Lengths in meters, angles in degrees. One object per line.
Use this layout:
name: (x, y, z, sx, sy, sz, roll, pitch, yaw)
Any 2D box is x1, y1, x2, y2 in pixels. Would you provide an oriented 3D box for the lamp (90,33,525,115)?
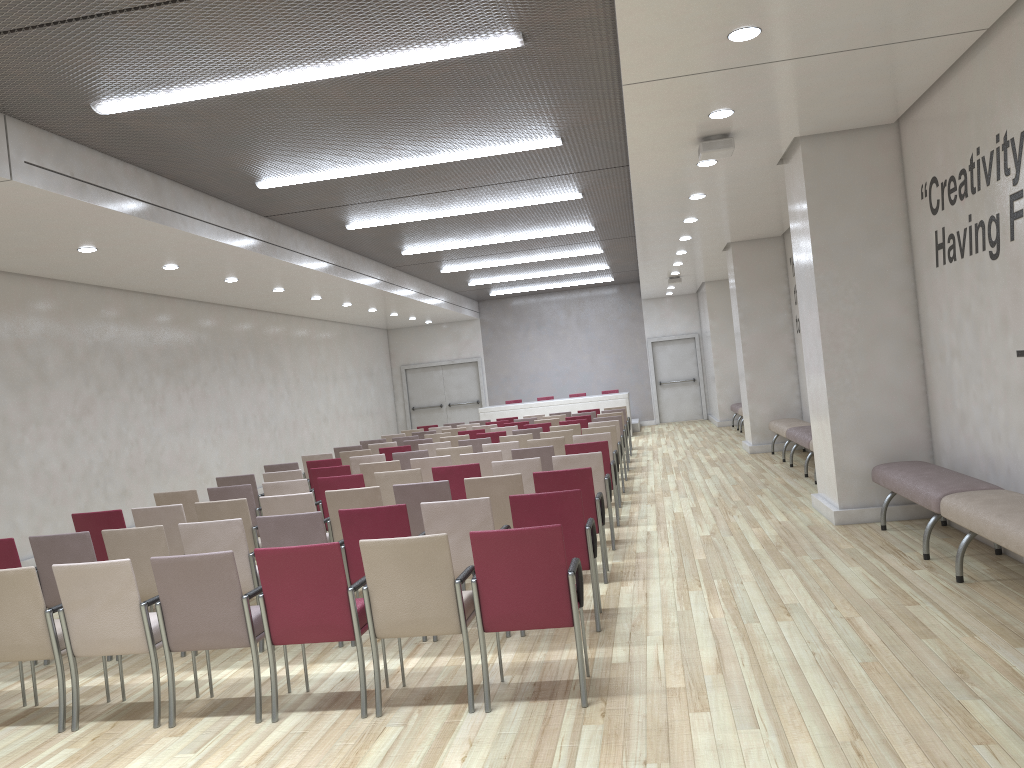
lamp: (-1.541, -2.260, 6.535, 3.304, 0.045, 0.198, -6, 0, 9)

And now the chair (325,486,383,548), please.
chair: (-1.158, 1.252, 7.197, 0.513, 0.890, 0.640, -6, 0, 8)

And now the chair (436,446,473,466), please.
chair: (-0.603, 1.189, 10.839, 0.513, 0.890, 0.640, -6, 0, 9)

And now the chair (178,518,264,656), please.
chair: (-1.877, 1.329, 6.064, 0.513, 0.890, 0.640, -6, 0, 9)

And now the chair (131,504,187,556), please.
chair: (-2.778, 1.423, 7.447, 0.513, 0.890, 0.640, -6, 0, 9)

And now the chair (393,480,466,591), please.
chair: (-0.610, 1.194, 7.102, 0.513, 0.890, 0.640, -6, 0, 9)

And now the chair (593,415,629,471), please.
chair: (1.589, 0.954, 14.238, 0.513, 0.890, 0.640, -6, 0, 8)

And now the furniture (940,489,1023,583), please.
furniture: (2.999, 0.983, 5.074, 0.530, 0.550, 1.833, -6, 0, 9)

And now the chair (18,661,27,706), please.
chair: (-3.138, 1.463, 5.016, 0.513, 0.890, 0.640, -6, 0, 8)

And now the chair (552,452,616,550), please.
chair: (0.661, 1.058, 8.158, 0.513, 0.890, 0.640, -6, 0, 8)

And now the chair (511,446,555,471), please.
chair: (0.302, 1.095, 9.467, 0.513, 0.890, 0.640, -6, 0, 10)

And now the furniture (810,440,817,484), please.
furniture: (3.738, 0.900, 9.904, 0.530, 0.550, 1.833, -6, 0, 9)

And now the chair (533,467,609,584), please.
chair: (0.467, 1.080, 6.944, 0.513, 0.890, 0.640, -6, 0, 9)

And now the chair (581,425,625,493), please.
chair: (1.213, 0.996, 11.816, 0.513, 0.890, 0.640, -6, 0, 9)

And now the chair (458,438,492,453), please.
chair: (-0.406, 1.167, 12.055, 0.513, 0.890, 0.640, -6, 0, 9)

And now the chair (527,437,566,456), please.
chair: (0.487, 1.074, 10.680, 0.513, 0.890, 0.640, -6, 0, 9)

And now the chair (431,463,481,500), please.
chair: (-0.426, 1.173, 8.330, 0.513, 0.890, 0.640, -6, 0, 8)

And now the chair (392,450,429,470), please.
chair: (-1.134, 1.245, 10.918, 0.513, 0.890, 0.640, -6, 0, 9)

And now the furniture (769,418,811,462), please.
furniture: (4.300, 0.837, 13.573, 0.530, 0.550, 1.833, -6, 0, 9)

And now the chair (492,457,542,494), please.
chair: (0.120, 1.115, 8.246, 0.513, 0.890, 0.640, -6, 0, 8)

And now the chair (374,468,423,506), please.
chair: (-0.960, 1.229, 8.406, 0.513, 0.890, 0.640, -6, 0, 9)

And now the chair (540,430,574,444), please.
chair: (0.669, 1.053, 11.884, 0.513, 0.890, 0.640, -6, 0, 8)

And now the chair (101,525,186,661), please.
chair: (-2.418, 1.386, 6.148, 0.513, 0.890, 0.640, -6, 0, 10)

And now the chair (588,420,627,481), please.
chair: (1.399, 0.975, 13.022, 0.513, 0.890, 0.640, -6, 0, 8)

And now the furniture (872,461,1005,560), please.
furniture: (3.280, 0.952, 6.911, 0.530, 0.550, 1.833, -6, 0, 9)

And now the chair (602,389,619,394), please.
chair: (2.579, 0.612, 22.988, 0.513, 0.890, 0.640, -6, 0, 8)

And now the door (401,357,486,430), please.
door: (-1.924, 0.553, 25.641, 2.373, 2.400, 0.200, -6, 0, 9)

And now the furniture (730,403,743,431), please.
furniture: (5.317, 0.722, 20.221, 0.530, 0.550, 1.833, -6, 0, 9)

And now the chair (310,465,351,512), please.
chair: (-1.861, 1.323, 9.784, 0.513, 0.890, 0.640, -6, 0, 9)

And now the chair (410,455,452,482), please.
chair: (-0.770, 1.208, 9.633, 0.513, 0.890, 0.640, -6, 0, 9)

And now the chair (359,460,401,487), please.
chair: (-1.321, 1.266, 9.707, 0.513, 0.890, 0.640, -6, 0, 8)

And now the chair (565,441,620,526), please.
chair: (0.849, 1.037, 9.364, 0.513, 0.890, 0.640, -6, 0, 9)

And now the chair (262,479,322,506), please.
chair: (-2.038, 1.343, 8.586, 0.513, 0.890, 0.640, -6, 0, 9)

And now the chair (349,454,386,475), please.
chair: (-1.664, 1.301, 11.017, 0.513, 0.890, 0.640, -6, 0, 9)

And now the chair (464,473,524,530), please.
chair: (-0.062, 1.136, 7.031, 0.513, 0.890, 0.640, -6, 0, 8)

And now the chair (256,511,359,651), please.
chair: (-1.345, 1.273, 5.985, 0.513, 0.890, 0.640, -6, 0, 9)

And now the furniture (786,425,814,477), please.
furniture: (4.019, 0.868, 11.737, 0.530, 0.550, 1.833, -6, 0, 9)

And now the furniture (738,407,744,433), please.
furniture: (5.036, 0.754, 18.384, 0.530, 0.550, 1.833, -6, 0, 9)

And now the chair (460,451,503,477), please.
chair: (-0.240, 1.152, 9.540, 0.513, 0.890, 0.640, -6, 0, 9)

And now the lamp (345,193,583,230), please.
lamp: (-0.677, -2.357, 12.181, 3.304, 0.045, 0.198, -6, 0, 9)

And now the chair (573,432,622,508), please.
chair: (1.018, 1.018, 10.593, 0.513, 0.890, 0.640, -6, 0, 9)

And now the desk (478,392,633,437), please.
desk: (1.132, 0.917, 22.096, 3.652, 1.042, 1.456, -6, 0, 9)

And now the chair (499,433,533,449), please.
chair: (0.136, 1.110, 11.982, 0.513, 0.890, 0.640, -6, 0, 8)

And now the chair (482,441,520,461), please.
chair: (-0.044, 1.130, 10.761, 0.513, 0.890, 0.640, -6, 0, 10)

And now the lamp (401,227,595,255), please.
lamp: (-0.251, -2.405, 14.969, 3.304, 0.045, 0.198, -6, 0, 9)

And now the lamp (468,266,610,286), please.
lamp: (0.610, -2.502, 20.591, 3.304, 0.045, 0.198, -6, 0, 9)

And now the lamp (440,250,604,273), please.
lamp: (0.185, -2.455, 17.817, 3.304, 0.045, 0.198, -6, 0, 9)

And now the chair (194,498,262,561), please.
chair: (-2.233, 1.365, 7.359, 0.513, 0.890, 0.640, -6, 0, 9)

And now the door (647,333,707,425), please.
door: (4.587, -0.134, 24.632, 1.400, 2.400, 0.200, -6, 0, 9)

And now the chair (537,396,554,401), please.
chair: (0.892, 0.790, 23.250, 0.513, 0.890, 0.640, -6, 0, 8)

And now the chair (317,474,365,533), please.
chair: (-1.499, 1.286, 8.495, 0.513, 0.890, 0.640, -6, 0, 10)

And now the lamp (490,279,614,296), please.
lamp: (1.041, -2.551, 23.410, 3.304, 0.045, 0.198, -6, 0, 9)

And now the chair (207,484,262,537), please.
chair: (-2.584, 1.401, 8.667, 0.513, 0.890, 0.640, -6, 0, 9)

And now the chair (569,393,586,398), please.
chair: (1.735, 0.701, 23.119, 0.513, 0.890, 0.640, -6, 0, 8)

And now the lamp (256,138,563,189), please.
lamp: (-1.110, -2.309, 9.351, 3.304, 0.045, 0.198, -6, 0, 9)

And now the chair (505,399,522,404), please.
chair: (0.048, 0.879, 23.381, 0.513, 0.890, 0.640, -6, 0, 8)

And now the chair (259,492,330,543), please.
chair: (-1.686, 1.307, 7.268, 0.513, 0.890, 0.640, -6, 0, 10)

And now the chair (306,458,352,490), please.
chair: (-2.211, 1.359, 11.098, 0.513, 0.890, 0.640, -6, 0, 8)
